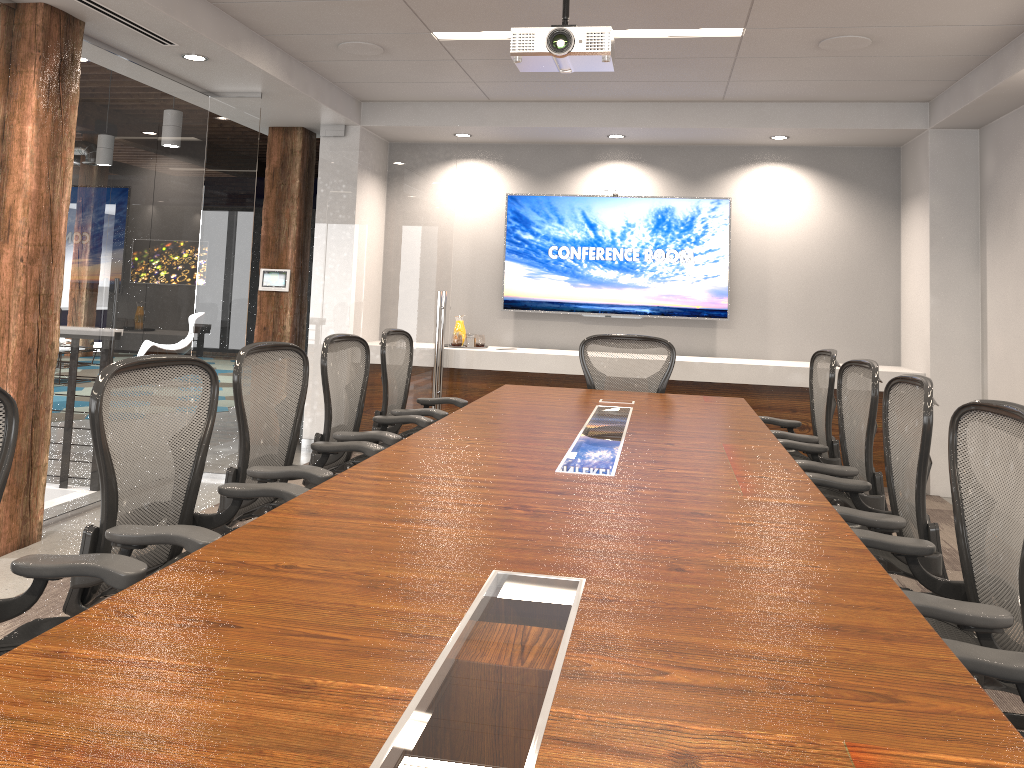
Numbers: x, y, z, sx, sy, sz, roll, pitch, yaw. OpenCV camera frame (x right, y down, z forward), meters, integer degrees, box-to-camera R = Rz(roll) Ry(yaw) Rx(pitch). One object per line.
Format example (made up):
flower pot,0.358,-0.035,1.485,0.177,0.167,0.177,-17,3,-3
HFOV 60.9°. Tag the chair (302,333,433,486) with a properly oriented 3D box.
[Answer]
chair,-0.598,0.323,4.064,0.791,1.102,0.766,2,-1,-7

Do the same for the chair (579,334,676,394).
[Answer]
chair,0.685,0.265,5.109,0.769,1.102,0.788,2,-1,-7

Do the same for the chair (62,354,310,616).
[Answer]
chair,-0.835,0.478,2.473,0.792,1.102,0.765,2,-1,-5

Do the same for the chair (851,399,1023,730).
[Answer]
chair,0.922,0.582,2.132,0.762,1.102,0.796,2,-1,11

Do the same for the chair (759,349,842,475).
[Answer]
chair,1.348,0.354,4.504,0.762,1.102,0.796,2,-1,11

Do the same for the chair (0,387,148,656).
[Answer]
chair,-0.969,0.557,1.663,0.761,1.102,0.797,2,-1,-1

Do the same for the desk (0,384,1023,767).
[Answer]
desk,0.125,0.709,2.177,1.405,0.757,6.034,3,6,10

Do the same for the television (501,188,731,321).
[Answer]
television,0.873,-1.118,7.395,1.910,1.121,0.064,3,-5,10

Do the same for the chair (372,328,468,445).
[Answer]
chair,-0.422,0.253,4.812,0.763,1.102,0.794,2,-1,16

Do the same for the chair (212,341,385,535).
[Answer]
chair,-0.687,0.405,3.238,0.761,1.102,0.796,2,-1,2

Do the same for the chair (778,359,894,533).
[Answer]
chair,1.217,0.430,3.719,0.763,1.102,0.794,2,-1,20

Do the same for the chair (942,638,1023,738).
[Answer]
chair,0.822,0.664,1.301,0.791,1.102,0.766,2,-1,-9

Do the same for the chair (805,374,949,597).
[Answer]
chair,1.104,0.511,2.887,0.792,1.102,0.765,2,-1,-5

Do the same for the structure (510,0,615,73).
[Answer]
structure,0.248,-1.715,4.096,0.461,0.461,0.316,2,-1,10
